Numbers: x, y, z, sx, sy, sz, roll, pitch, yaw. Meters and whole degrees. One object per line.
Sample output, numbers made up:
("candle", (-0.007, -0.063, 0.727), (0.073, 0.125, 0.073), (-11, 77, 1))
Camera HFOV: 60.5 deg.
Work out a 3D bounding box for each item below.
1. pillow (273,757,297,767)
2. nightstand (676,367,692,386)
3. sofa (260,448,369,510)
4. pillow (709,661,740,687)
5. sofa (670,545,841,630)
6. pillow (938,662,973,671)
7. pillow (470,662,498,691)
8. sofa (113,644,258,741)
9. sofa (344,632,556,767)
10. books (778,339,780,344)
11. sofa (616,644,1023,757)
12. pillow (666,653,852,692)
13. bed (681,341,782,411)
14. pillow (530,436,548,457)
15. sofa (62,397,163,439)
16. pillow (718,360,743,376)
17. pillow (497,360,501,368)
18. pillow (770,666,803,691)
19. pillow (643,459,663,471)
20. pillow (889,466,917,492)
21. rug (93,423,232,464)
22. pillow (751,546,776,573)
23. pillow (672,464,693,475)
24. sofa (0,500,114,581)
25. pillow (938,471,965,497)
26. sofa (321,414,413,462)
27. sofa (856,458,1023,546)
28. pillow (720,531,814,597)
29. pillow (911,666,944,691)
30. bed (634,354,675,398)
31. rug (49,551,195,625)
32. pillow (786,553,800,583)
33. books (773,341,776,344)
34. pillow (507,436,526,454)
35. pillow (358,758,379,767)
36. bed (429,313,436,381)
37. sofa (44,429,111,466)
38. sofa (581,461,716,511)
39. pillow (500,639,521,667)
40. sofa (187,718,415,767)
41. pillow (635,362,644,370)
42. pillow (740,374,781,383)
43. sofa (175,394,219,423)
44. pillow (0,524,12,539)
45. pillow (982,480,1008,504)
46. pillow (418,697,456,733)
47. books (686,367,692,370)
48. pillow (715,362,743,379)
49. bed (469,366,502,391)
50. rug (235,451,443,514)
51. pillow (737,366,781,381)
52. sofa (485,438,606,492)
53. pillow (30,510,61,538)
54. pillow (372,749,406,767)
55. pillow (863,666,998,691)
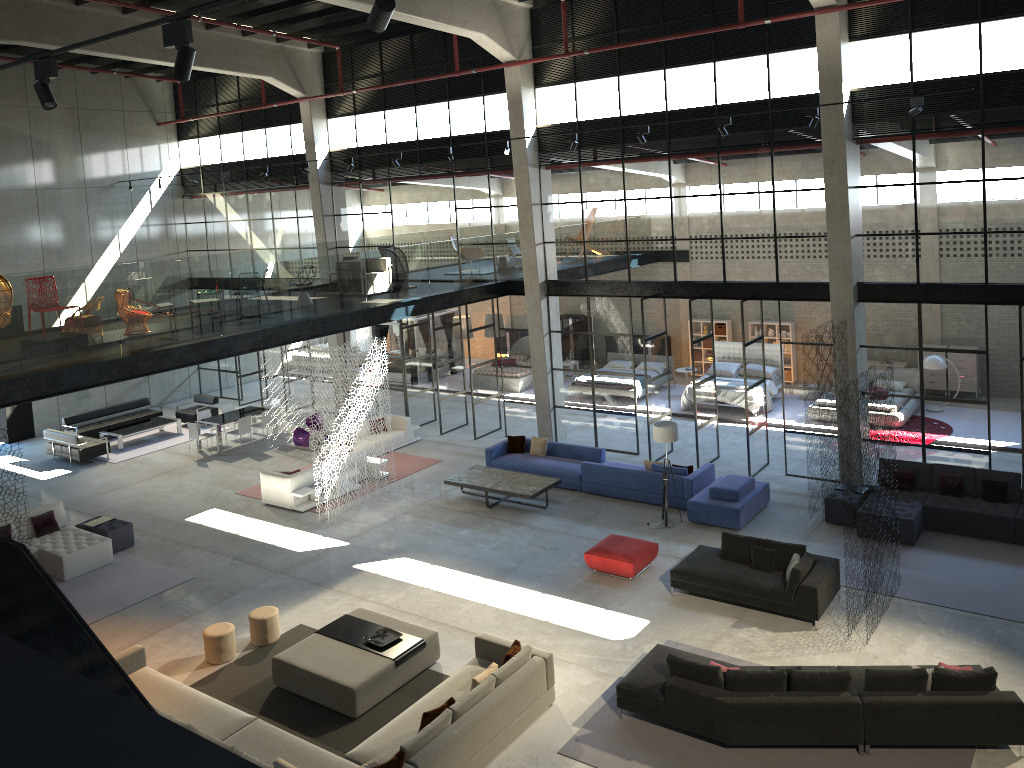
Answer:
("pillow", (-2.026, 3.704, 8.183), (0.402, 0.377, 0.210), (3, 9, 37))
("nightstand", (4.795, -0.047, 24.015), (0.600, 0.692, 0.612), (-3, 8, 8))
("sofa", (-4.051, 1.897, 18.129), (0.949, 0.661, 2.173), (3, 13, 35))
("pillow", (2.300, 3.145, 9.429), (0.341, 0.304, 0.202), (2, 8, 32))
("sofa", (3.404, 2.721, 12.359), (2.110, 0.554, 1.099), (5, 14, 36))
("pillow", (4.650, 3.052, 9.205), (0.336, 0.284, 0.254), (0, 9, 23))
("pillow", (-0.322, 3.295, 9.569), (0.207, 0.377, 0.408), (1, 9, 37))
("sofa", (-4.009, 3.661, 9.854), (2.340, 0.713, 1.071), (5, 13, 36))
("sofa", (-0.607, 3.527, 9.471), (1.055, 0.712, 2.375), (3, 13, 35))
("books", (7.652, -1.106, 24.973), (0.069, 0.331, 0.256), (0, 8, 36))
("sofa", (3.182, 3.361, 9.464), (4.061, 0.556, 1.499), (-1, 12, 14))
("pillow", (2.587, 3.160, 9.265), (1.890, 0.415, 0.442), (0, 9, 16))
("bed", (5.719, -0.173, 22.699), (2.222, 1.400, 2.355), (3, 12, 35))
("pillow", (0.561, 1.320, 18.429), (0.402, 0.377, 0.210), (3, 9, 37))
("sofa", (-10.829, 1.030, 23.923), (0.822, 0.747, 2.494), (2, 13, 35))
("pillow", (5.909, -0.421, 23.576), (1.055, 0.318, 0.497), (5, 13, 35))
("pillow", (-0.230, -0.645, 26.753), (0.875, 0.209, 0.643), (0, 12, 15))
("pillow", (2.911, 3.132, 9.297), (0.355, 0.316, 0.200), (-3, 6, 5))
("pillow", (2.681, 1.613, 16.451), (0.402, 0.377, 0.210), (3, 9, 37))
("pillow", (6.685, 1.628, 15.007), (0.414, 0.341, 0.239), (3, 9, 37))
("rug", (-9.579, 1.475, 23.264), (2.414, 0.025, 3.447), (5, 15, 35))
("pillow", (3.527, 2.455, 12.325), (0.343, 0.304, 0.190), (2, 9, 34))
("pillow", (3.149, 1.649, 16.165), (0.398, 0.367, 0.264), (-1, 7, 15))
("sofa", (-8.706, 3.021, 13.847), (1.828, 0.858, 4.221), (4, 14, 35))
("pillow", (7.294, 1.670, 14.575), (0.407, 0.372, 0.195), (3, 8, 36))
("sofa", (-3.402, 1.307, 20.666), (0.943, 0.660, 2.183), (3, 13, 35))
("sofa", (7.679, 2.032, 13.584), (4.158, 0.858, 1.855), (5, 14, 36))
("pillow", (3.661, 2.441, 12.270), (0.747, 0.413, 1.602), (-8, 13, -24))
("pillow", (4.340, 3.079, 9.180), (0.341, 0.297, 0.224), (-2, 7, 9))
("bed", (3.126, -0.197, 24.797), (2.260, 0.858, 2.435), (4, 14, 35))
("rug", (-7.267, 3.426, 13.574), (2.652, 0.020, 3.690), (5, 15, 35))
("pillow", (3.837, 2.509, 11.962), (0.207, 0.312, 0.347), (-2, 9, 15))
("books", (7.482, -1.082, 25.039), (0.089, 0.273, 0.189), (0, 7, 36))
("pillow", (0.094, 1.292, 18.716), (0.398, 0.367, 0.264), (-1, 7, 15))
("pillow", (-1.445, 3.680, 8.125), (0.406, 0.352, 0.265), (-10, 10, -38))
("bed", (-3.189, -1.295, 28.926), (2.251, 2.054, 2.349), (3, 11, 36))
("sofa", (-10.803, 1.488, 21.805), (1.654, 0.749, 0.834), (4, 12, 36))
("sofa", (2.581, 1.744, 16.761), (2.340, 0.713, 1.071), (5, 13, 36))
("pillow", (-0.038, 3.181, 10.035), (0.259, 0.366, 0.406), (-2, 9, 15))
("sofa", (-2.127, 3.835, 8.493), (2.340, 0.713, 1.071), (5, 13, 36))
("pillow", (3.507, -0.502, 25.417), (1.932, 0.309, 0.557), (5, 13, 35))
("pillow", (6.519, -0.264, 22.983), (0.961, 0.326, 0.727), (5, 14, 36))
("sofa", (-8.812, 0.762, 24.566), (0.952, 0.750, 0.834), (3, 11, 36))
("pillow", (-8.682, 2.619, 14.903), (0.192, 0.372, 0.413), (0, 9, 36))
("pillow", (7.812, 1.751, 14.199), (0.384, 0.331, 0.222), (2, 9, 33))
("pillow", (-0.776, 3.443, 9.024), (0.415, 0.353, 0.269), (-12, 11, -43))
("books", (4.873, -0.422, 24.009), (0.228, 0.042, 0.307), (-2, 12, 10))
("pillow", (5.654, -0.362, 23.385), (1.029, 0.369, 0.676), (6, 14, 39))
("bed", (0.096, -0.683, 26.982), (2.034, 1.263, 2.379), (4, 13, 36))
("rug", (-3.678, 2.009, 19.059), (2.652, 0.020, 3.690), (5, 15, 35))
("pillow", (6.465, -0.343, 22.919), (0.981, 0.288, 0.703), (5, 14, 38))
("sofa", (0.689, 1.623, 18.150), (2.340, 0.597, 1.071), (5, 13, 36))
("pillow", (-8.239, 2.473, 15.502), (0.236, 0.340, 0.420), (1, 10, 35))
("pillow", (-1.187, 3.653, 8.192), (0.260, 0.367, 0.404), (2, 10, 39))
("pillow", (4.299, 3.101, 9.033), (1.298, 0.406, 0.275), (-2, 7, 6))
